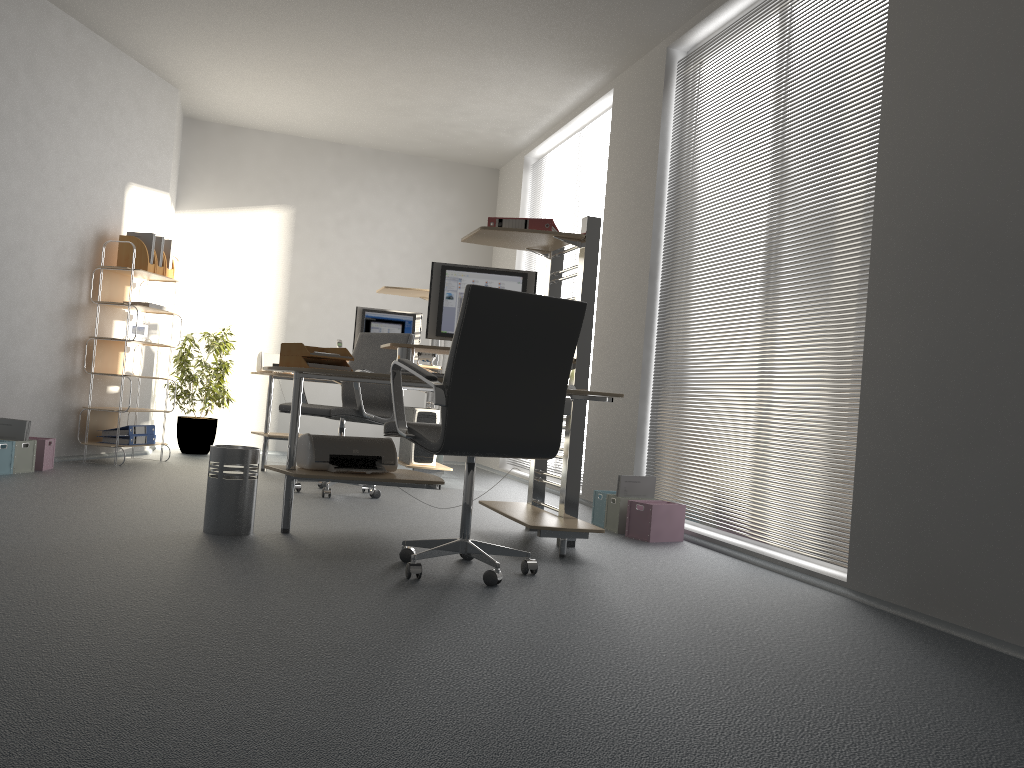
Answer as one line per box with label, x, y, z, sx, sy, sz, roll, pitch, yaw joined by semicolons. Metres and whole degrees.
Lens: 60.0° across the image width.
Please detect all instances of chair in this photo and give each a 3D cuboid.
chair;-1.051;0.167;5.588;0.584;1.048;0.652;4;-2;38
chair;-0.141;0.193;3.382;0.584;1.048;0.652;5;-1;-31

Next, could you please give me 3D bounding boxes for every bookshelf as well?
bookshelf;-2.772;-0.212;6.503;0.381;1.572;0.724;4;-1;10

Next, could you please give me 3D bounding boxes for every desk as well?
desk;-1.199;-0.081;6.699;1.469;1.566;0.967;5;-1;-18
desk;-0.355;-0.070;4.035;1.469;1.566;0.967;5;-1;-18

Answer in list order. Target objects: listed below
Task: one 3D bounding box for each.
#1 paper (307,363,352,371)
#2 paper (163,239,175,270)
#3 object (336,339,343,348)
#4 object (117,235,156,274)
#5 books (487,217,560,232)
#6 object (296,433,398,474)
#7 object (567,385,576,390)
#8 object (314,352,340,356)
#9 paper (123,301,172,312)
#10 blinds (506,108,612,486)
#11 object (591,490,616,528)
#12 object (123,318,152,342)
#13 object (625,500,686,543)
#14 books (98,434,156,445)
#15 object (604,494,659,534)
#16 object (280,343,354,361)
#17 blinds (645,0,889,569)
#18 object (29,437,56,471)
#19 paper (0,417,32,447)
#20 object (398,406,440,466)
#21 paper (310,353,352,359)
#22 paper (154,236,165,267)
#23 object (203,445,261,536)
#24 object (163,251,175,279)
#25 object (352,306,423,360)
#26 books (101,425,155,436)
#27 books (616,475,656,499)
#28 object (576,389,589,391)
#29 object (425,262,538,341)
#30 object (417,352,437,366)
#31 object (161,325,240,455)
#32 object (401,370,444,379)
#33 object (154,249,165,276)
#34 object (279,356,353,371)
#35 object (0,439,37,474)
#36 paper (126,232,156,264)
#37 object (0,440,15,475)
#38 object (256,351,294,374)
paper;-0.910;-0.081;4.115;0.210;0.019;0.297;6;-2;-38
paper;-2.675;-0.948;6.718;0.213;0.297;0.045;4;-1;13
object;-1.340;-0.272;6.911;0.150;0.151;0.119;5;-1;-32
object;-2.725;-0.938;6.454;0.243;0.259;0.113;4;-1;8
books;0.068;-0.760;4.391;0.320;0.072;0.262;4;-1;15
object;-0.723;0.321;4.071;0.438;0.162;0.351;5;-1;-33
object;0.236;0.014;4.033;0.132;0.026;0.132;5;-1;-17
object;-0.843;-0.138;4.036;0.008;0.009;0.159;4;-2;36
paper;-2.713;-0.573;6.602;0.213;0.046;0.297;4;-1;10
blinds;0.371;-0.638;7.204;0.037;2.749;1.950;5;-1;-18
object;0.607;0.723;5.065;0.245;0.202;0.185;5;-1;-17
object;-2.737;-0.391;6.494;0.077;0.161;0.192;4;-1;28
object;0.756;0.727;4.681;0.245;0.202;0.185;6;-2;-35
books;-2.810;0.396;6.474;0.262;0.072;0.320;4;-1;11
object;0.662;0.724;4.888;0.245;0.202;0.185;5;-1;-17
object;-0.905;-0.150;4.118;0.225;0.060;0.309;6;-2;-38
blinds;1.218;-0.626;4.534;0.022;2.770;1.950;5;-1;-18
object;-3.034;0.439;5.568;0.245;0.202;0.185;5;-1;-9
paper;-3.034;0.363;5.357;0.220;0.306;0.068;4;-1;9
object;-0.710;0.394;6.774;0.199;0.422;0.471;5;-1;-18
paper;-0.906;-0.133;4.116;0.210;0.010;0.297;6;-2;-38
paper;-2.703;-0.953;6.597;0.213;0.297;0.045;4;-1;10
object;-1.212;0.460;3.836;0.208;0.377;0.208;4;-1;26
object;-2.680;-0.929;6.698;0.243;0.259;0.113;4;-1;13
object;-0.985;-0.375;7.048;0.516;0.418;0.245;5;-1;-3
books;-2.815;0.341;6.477;0.263;0.100;0.320;4;-1;11
books;0.673;0.653;4.875;0.220;0.306;0.068;5;-1;-17
object;0.313;0.028;4.060;0.011;0.011;0.158;5;-1;-20
object;-0.146;-0.364;4.406;0.516;0.418;0.245;5;-1;4
object;-0.661;-0.210;6.920;0.154;0.135;0.093;4;-1;19
object;-2.655;0.040;7.642;0.544;1.147;0.644;4;-1;11
object;-0.346;-0.005;4.161;0.478;0.082;0.814;5;-1;-10
object;-2.706;-0.934;6.576;0.243;0.259;0.113;4;-1;10
object;-0.910;-0.093;4.116;0.225;0.060;0.309;6;-2;-38
object;-3.042;0.433;5.341;0.245;0.202;0.185;4;-1;9
paper;-2.722;-0.957;6.474;0.213;0.297;0.045;4;-1;8
object;-3.071;0.427;5.158;0.245;0.202;0.185;4;-1;9
object;-1.705;-0.151;6.791;0.438;0.162;0.351;5;-1;-26
